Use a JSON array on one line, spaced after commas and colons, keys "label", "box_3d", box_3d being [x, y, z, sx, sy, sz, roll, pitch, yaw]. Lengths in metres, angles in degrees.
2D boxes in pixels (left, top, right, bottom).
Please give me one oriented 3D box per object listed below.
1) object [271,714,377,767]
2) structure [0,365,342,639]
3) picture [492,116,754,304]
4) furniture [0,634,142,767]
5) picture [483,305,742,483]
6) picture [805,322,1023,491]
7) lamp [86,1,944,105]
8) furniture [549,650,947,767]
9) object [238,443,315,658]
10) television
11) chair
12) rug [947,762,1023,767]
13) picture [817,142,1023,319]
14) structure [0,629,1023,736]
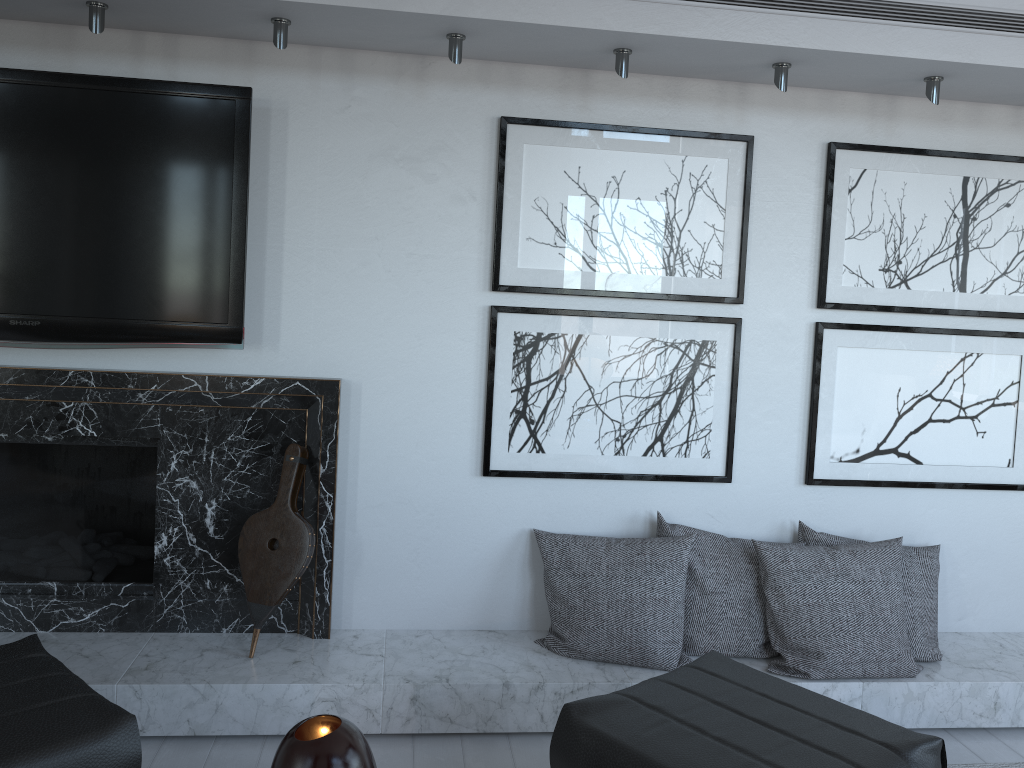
[{"label": "object", "box_3d": [-0.246, 0.576, 1.152, 0.153, 0.279, 0.151, 5, 4, 33]}, {"label": "structure", "box_3d": [-1.388, 0.390, 2.748, 1.686, 0.922, 0.522, 2, 4, -7]}, {"label": "picture", "box_3d": [0.345, -0.526, 2.717, 0.791, 0.522, 0.020, 2, 3, -7]}, {"label": "furniture", "box_3d": [-1.086, 0.776, 1.644, 0.615, 0.377, 0.599, 7, 6, 41]}, {"label": "picture", "box_3d": [0.316, 0.037, 2.748, 0.791, 0.522, 0.020, 2, 3, -7]}, {"label": "picture", "box_3d": [1.347, 0.078, 2.876, 0.791, 0.522, 0.020, 2, 3, -7]}, {"label": "lamp", "box_3d": [-0.386, -0.919, 2.392, 4.252, 0.081, 0.053, 2, 4, -7]}, {"label": "furniture", "box_3d": [0.465, 0.845, 1.758, 0.614, 0.377, 0.600, -1, 6, -43]}, {"label": "object", "box_3d": [-0.670, 0.464, 2.521, 0.196, 0.579, 0.176, 1, 4, -27]}, {"label": "television", "box_3d": [-1.319, -0.477, 2.462, 1.158, 0.750, 0.129, 2, 3, -7]}, {"label": "chair", "box_3d": [0.738, 0.630, 2.648, 1.335, 0.430, 0.392, 2, 4, -7]}, {"label": "rug", "box_3d": [-0.639, 1.069, 0.653, 7.766, 0.032, 2.963, 2, 5, -7]}, {"label": "picture", "box_3d": [1.376, -0.485, 2.847, 0.791, 0.522, 0.020, 2, 3, -7]}, {"label": "structure", "box_3d": [-1.371, 0.797, 2.400, 7.205, 0.134, 0.394, 2, 5, -7]}]
